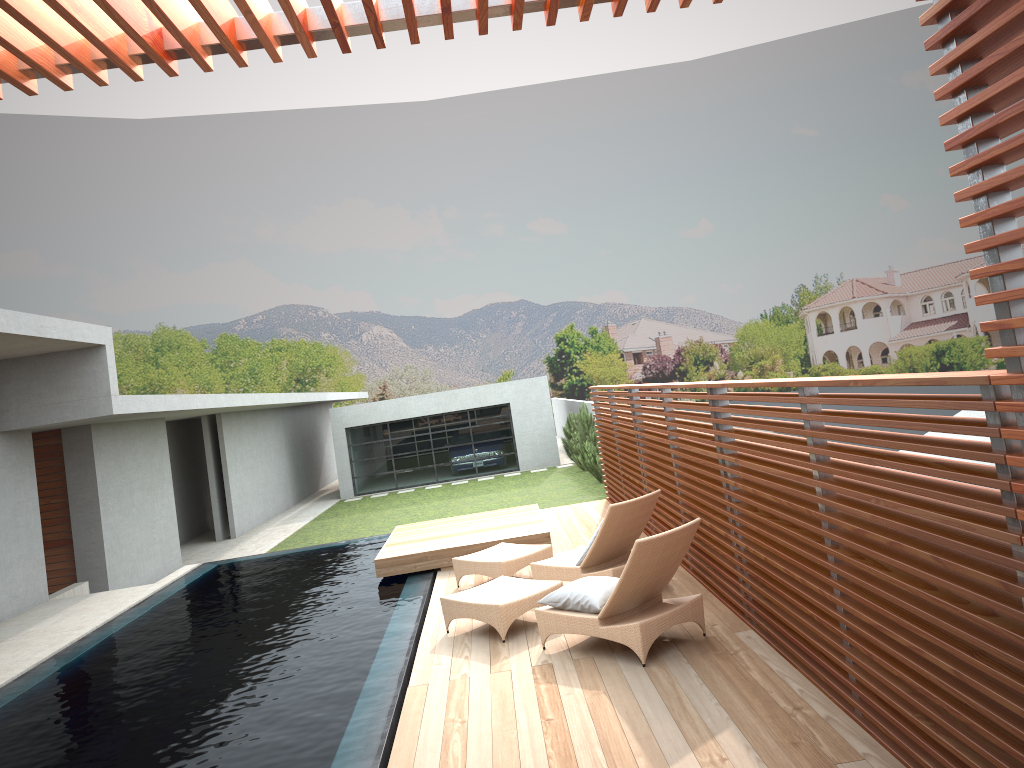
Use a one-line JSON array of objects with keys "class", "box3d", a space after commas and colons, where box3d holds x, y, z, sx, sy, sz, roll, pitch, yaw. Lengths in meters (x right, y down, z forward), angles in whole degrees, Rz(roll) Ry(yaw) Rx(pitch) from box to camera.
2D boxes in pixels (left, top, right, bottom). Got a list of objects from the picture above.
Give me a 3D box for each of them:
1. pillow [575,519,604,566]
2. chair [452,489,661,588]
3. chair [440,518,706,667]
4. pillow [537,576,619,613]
[{"class": "pillow", "box3d": [0.893, 1.355, 7.898, 0.611, 0.430, 0.423, -7, -3, -44]}, {"class": "chair", "box3d": [0.385, 1.505, 8.441, 0.703, 0.832, 2.274, -6, -2, -43]}, {"class": "chair", "box3d": [0.388, 1.502, 6.766, 0.703, 0.832, 2.274, -6, -2, -42]}, {"class": "pillow", "box3d": [0.593, 1.527, 6.491, 0.588, 0.195, 0.598, -9, -1, 44]}]
